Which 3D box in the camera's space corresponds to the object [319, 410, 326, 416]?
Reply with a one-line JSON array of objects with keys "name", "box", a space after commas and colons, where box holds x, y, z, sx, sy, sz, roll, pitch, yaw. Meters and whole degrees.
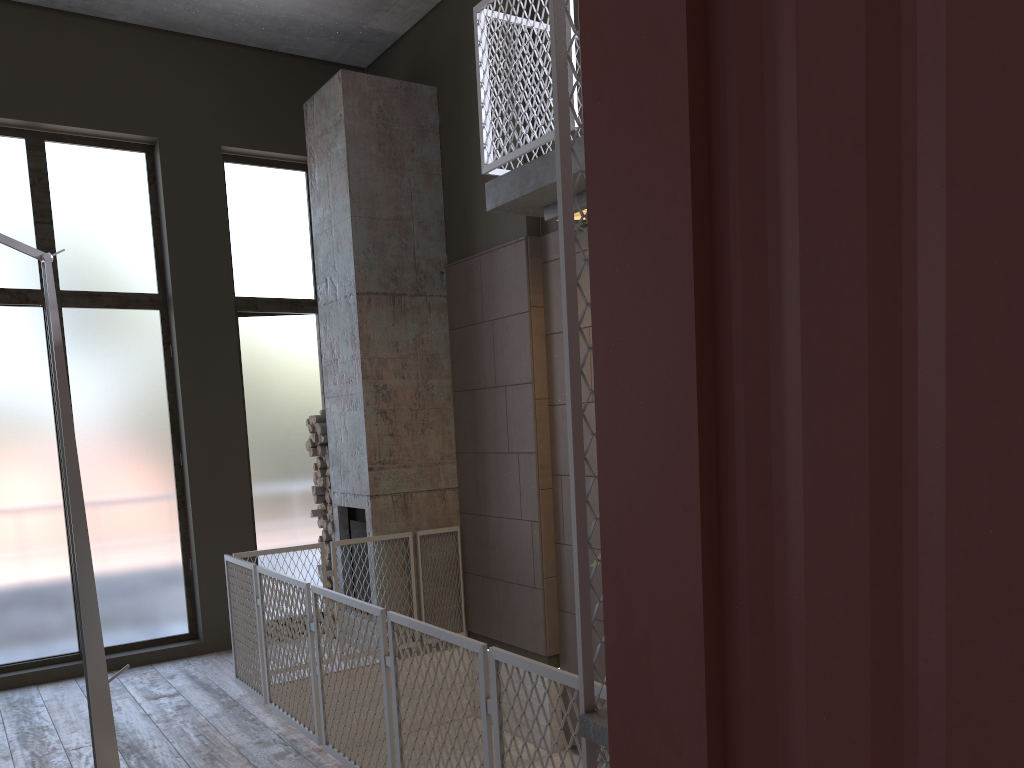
[{"name": "object", "box": [-1.530, 0.259, 7.783, 0.357, 0.074, 0.065, -1, 1, -35]}]

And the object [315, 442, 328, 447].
[{"name": "object", "box": [-1.528, 0.520, 7.830, 0.432, 0.080, 0.115, -1, -1, -34]}]

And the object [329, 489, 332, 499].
[{"name": "object", "box": [-1.426, 0.963, 7.727, 0.363, 0.109, 0.088, -2, 1, -34]}]

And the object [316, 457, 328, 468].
[{"name": "object", "box": [-1.599, 0.696, 7.881, 0.292, 0.108, 0.098, -2, 1, -32]}]

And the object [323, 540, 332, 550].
[{"name": "object", "box": [-1.511, 1.458, 8.020, 0.435, 0.094, 0.092, -1, 1, -34]}]

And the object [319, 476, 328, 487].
[{"name": "object", "box": [-1.486, 0.859, 7.860, 0.477, 0.084, 0.093, -1, 0, -34]}]

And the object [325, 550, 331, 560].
[{"name": "object", "box": [-1.452, 1.521, 7.929, 0.477, 0.084, 0.093, -1, 0, -34]}]

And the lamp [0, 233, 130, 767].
[{"name": "lamp", "box": [-2.745, 0.422, 3.559, 0.753, 3.462, 2.606, 3, 6, 44]}]

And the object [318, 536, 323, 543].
[{"name": "object", "box": [-1.639, 1.403, 7.997, 0.249, 0.073, 0.045, -2, 2, -34]}]

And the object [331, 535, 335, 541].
[{"name": "object", "box": [-1.399, 1.360, 7.817, 0.422, 0.086, 0.066, -1, 1, -35]}]

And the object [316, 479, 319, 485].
[{"name": "object", "box": [-1.570, 0.877, 7.993, 0.420, 0.068, 0.067, -1, 1, -34]}]

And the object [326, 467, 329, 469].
[{"name": "object", "box": [-1.481, 0.775, 7.899, 0.361, 0.087, 0.101, -2, 0, -34]}]

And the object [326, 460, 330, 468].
[{"name": "object", "box": [-1.433, 0.698, 7.749, 0.422, 0.086, 0.066, -1, 1, -35]}]

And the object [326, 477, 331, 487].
[{"name": "object", "box": [-1.424, 0.852, 7.800, 0.452, 0.090, 0.090, -1, 1, -34]}]

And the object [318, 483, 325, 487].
[{"name": "object", "box": [-1.509, 0.866, 7.864, 0.432, 0.080, 0.115, -1, -1, -34]}]

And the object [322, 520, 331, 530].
[{"name": "object", "box": [-1.473, 1.243, 7.881, 0.452, 0.090, 0.090, -1, 1, -35]}]

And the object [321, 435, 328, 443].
[{"name": "object", "box": [-1.461, 0.470, 7.698, 0.420, 0.068, 0.066, -1, 1, -34]}]

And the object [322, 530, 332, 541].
[{"name": "object", "box": [-1.565, 1.358, 7.950, 0.292, 0.108, 0.098, -2, 1, -32]}]

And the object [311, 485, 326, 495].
[{"name": "object", "box": [-1.562, 0.945, 7.914, 0.477, 0.084, 0.093, -1, 0, -34]}]

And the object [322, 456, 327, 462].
[{"name": "object", "box": [-1.517, 0.654, 7.853, 0.357, 0.075, 0.064, -1, 1, -35]}]

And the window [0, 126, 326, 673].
[{"name": "window", "box": [-5.512, 0.188, 5.648, 9.153, 4.217, 0.208, -2, 4, -34]}]

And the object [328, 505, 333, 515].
[{"name": "object", "box": [-1.383, 1.094, 7.749, 0.477, 0.084, 0.093, -1, 0, -34]}]

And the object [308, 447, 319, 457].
[{"name": "object", "box": [-1.581, 0.599, 7.880, 0.477, 0.084, 0.093, -1, 0, -34]}]

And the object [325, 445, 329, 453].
[{"name": "object", "box": [-1.444, 0.567, 7.769, 0.421, 0.072, 0.067, -1, 1, -34]}]

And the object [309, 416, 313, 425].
[{"name": "object", "box": [-1.600, 0.322, 7.910, 0.453, 0.091, 0.090, -1, 1, -35]}]

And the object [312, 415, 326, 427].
[{"name": "object", "box": [-1.620, 0.324, 7.789, 0.290, 0.104, 0.103, -2, 1, -34]}]

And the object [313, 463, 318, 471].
[{"name": "object", "box": [-1.672, 0.741, 7.928, 0.249, 0.073, 0.045, -2, 2, -34]}]

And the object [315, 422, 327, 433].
[{"name": "object", "box": [-1.558, 0.379, 7.768, 0.361, 0.085, 0.104, -2, 0, -34]}]

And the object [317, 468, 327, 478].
[{"name": "object", "box": [-1.544, 0.796, 7.951, 0.435, 0.094, 0.092, -1, 1, -34]}]

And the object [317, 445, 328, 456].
[{"name": "object", "box": [-1.506, 0.582, 7.812, 0.452, 0.090, 0.090, -1, 1, -35]}]

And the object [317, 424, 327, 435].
[{"name": "object", "box": [-1.494, 0.394, 7.720, 0.435, 0.094, 0.093, -1, 1, -34]}]

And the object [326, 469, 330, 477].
[{"name": "object", "box": [-1.433, 0.781, 7.810, 0.432, 0.080, 0.115, -1, -1, -34]}]

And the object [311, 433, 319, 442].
[{"name": "object", "box": [-1.546, 0.468, 7.827, 0.477, 0.084, 0.093, -1, 0, -34]}]

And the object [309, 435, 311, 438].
[{"name": "object", "box": [-1.627, 0.483, 7.954, 0.423, 0.087, 0.066, -1, 1, -35]}]

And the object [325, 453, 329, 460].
[{"name": "object", "box": [-1.466, 0.634, 7.765, 0.361, 0.068, 0.122, -2, -1, -32]}]

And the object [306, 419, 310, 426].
[{"name": "object", "box": [-1.658, 0.342, 7.948, 0.420, 0.070, 0.067, -1, 1, -34]}]

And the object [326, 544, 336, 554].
[{"name": "object", "box": [-1.435, 1.451, 7.857, 0.453, 0.090, 0.090, -2, 1, -32]}]

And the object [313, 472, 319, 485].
[{"name": "object", "box": [-1.637, 0.854, 8.024, 0.362, 0.127, 0.063, -2, 3, -35]}]
